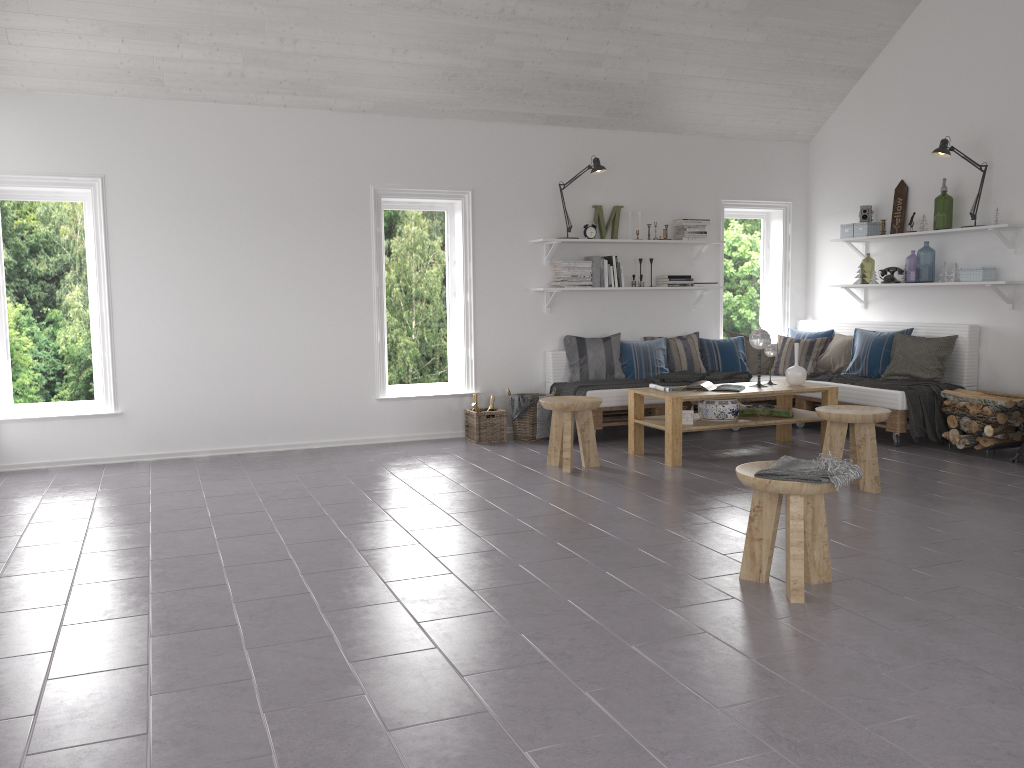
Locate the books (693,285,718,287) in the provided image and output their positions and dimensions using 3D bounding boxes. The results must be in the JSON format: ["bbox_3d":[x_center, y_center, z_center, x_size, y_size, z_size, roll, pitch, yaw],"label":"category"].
[{"bbox_3d":[1.737,-0.900,8.166,0.253,0.014,0.187,-3,6,-22],"label":"books"}]

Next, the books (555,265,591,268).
[{"bbox_3d":[0.528,-1.022,7.697,0.273,0.021,0.174,-3,6,-22],"label":"books"}]

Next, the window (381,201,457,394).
[{"bbox_3d":[-0.799,-0.732,7.539,0.685,1.655,0.117,-3,6,-22],"label":"window"}]

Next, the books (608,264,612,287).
[{"bbox_3d":[0.824,-0.946,7.758,0.044,0.203,0.141,-3,6,-22],"label":"books"}]

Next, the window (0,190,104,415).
[{"bbox_3d":[-3.399,-0.595,6.494,0.685,1.655,0.117,-3,6,-22],"label":"window"}]

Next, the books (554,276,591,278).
[{"bbox_3d":[0.524,-0.933,7.704,0.285,0.012,0.159,-3,6,-22],"label":"books"}]

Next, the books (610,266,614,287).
[{"bbox_3d":[0.847,-0.938,7.765,0.042,0.185,0.125,-3,6,-22],"label":"books"}]

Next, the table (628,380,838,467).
[{"bbox_3d":[1.662,0.271,6.649,1.457,0.485,0.607,-3,6,-22],"label":"table"}]

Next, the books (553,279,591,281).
[{"bbox_3d":[0.517,-0.907,7.721,0.288,0.016,0.182,-3,6,-22],"label":"books"}]

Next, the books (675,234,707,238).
[{"bbox_3d":[1.628,-1.346,8.082,0.239,0.032,0.172,-3,6,-22],"label":"books"}]

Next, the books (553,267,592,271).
[{"bbox_3d":[0.522,-1.000,7.714,0.296,0.028,0.180,-3,6,-22],"label":"books"}]

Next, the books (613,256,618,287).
[{"bbox_3d":[0.861,-0.986,7.805,0.054,0.272,0.200,-3,6,-22],"label":"books"}]

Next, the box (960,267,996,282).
[{"bbox_3d":[3.578,-0.839,6.814,0.137,0.110,0.202,-3,6,-22],"label":"box"}]

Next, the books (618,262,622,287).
[{"bbox_3d":[0.910,-0.960,7.816,0.047,0.219,0.171,-3,6,-22],"label":"books"}]

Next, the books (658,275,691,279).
[{"bbox_3d":[1.473,-0.970,8.055,0.239,0.028,0.190,-3,6,-20],"label":"books"}]

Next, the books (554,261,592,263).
[{"bbox_3d":[0.525,-1.055,7.680,0.288,0.016,0.182,-3,6,-22],"label":"books"}]

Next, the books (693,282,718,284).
[{"bbox_3d":[1.732,-0.927,8.170,0.251,0.012,0.202,-3,6,-21],"label":"books"}]

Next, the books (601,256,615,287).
[{"bbox_3d":[0.845,-0.986,7.796,0.038,0.274,0.200,-3,6,-22],"label":"books"}]

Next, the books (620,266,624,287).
[{"bbox_3d":[0.936,-0.945,7.827,0.045,0.185,0.152,-3,6,-22],"label":"books"}]

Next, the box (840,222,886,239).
[{"bbox_3d":[3.141,-1.367,7.914,0.242,0.131,0.332,-3,6,-22],"label":"box"}]

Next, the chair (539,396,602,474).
[{"bbox_3d":[0.407,0.343,6.116,0.431,0.479,0.431,-3,6,-24],"label":"chair"}]

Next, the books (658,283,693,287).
[{"bbox_3d":[1.482,-0.896,8.067,0.258,0.032,0.191,-3,6,-20],"label":"books"}]

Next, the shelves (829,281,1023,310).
[{"bbox_3d":[3.363,-0.727,7.333,0.269,0.212,1.820,-3,6,-22],"label":"shelves"}]

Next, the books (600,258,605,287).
[{"bbox_3d":[0.747,-0.972,7.753,0.046,0.257,0.193,-3,6,-22],"label":"books"}]

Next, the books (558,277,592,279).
[{"bbox_3d":[0.547,-0.921,7.706,0.256,0.013,0.161,-3,6,-22],"label":"books"}]

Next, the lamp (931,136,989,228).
[{"bbox_3d":[3.435,-1.542,6.781,0.439,0.703,0.196,-1,6,-2],"label":"lamp"}]

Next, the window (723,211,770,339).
[{"bbox_3d":[2.251,-0.896,8.800,0.685,1.655,0.052,-3,6,-22],"label":"window"}]

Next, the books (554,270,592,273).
[{"bbox_3d":[0.525,-0.979,7.718,0.288,0.016,0.182,-3,6,-22],"label":"books"}]

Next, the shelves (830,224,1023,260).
[{"bbox_3d":[3.358,-1.135,7.292,0.269,0.212,1.820,-3,6,-22],"label":"shelves"}]

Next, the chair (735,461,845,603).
[{"bbox_3d":[1.123,0.586,3.587,0.431,0.479,0.431,-1,6,-5],"label":"chair"}]

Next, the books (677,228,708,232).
[{"bbox_3d":[1.646,-1.401,8.091,0.223,0.026,0.161,-3,6,-22],"label":"books"}]

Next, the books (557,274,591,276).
[{"bbox_3d":[0.536,-0.945,7.702,0.254,0.012,0.161,-3,6,-22],"label":"books"}]

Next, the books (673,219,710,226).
[{"bbox_3d":[1.632,-1.467,8.077,0.290,0.053,0.176,-3,6,-22],"label":"books"}]

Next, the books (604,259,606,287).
[{"bbox_3d":[0.767,-0.966,7.769,0.019,0.243,0.205,-3,6,-22],"label":"books"}]

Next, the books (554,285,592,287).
[{"bbox_3d":[0.528,-0.854,7.704,0.285,0.012,0.159,-3,6,-22],"label":"books"}]

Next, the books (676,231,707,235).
[{"bbox_3d":[1.632,-1.375,8.083,0.238,0.024,0.152,-3,6,-22],"label":"books"}]

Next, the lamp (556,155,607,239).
[{"bbox_3d":[0.593,-1.584,7.564,0.439,0.703,0.196,1,6,13],"label":"lamp"}]

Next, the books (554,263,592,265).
[{"bbox_3d":[0.527,-1.041,7.694,0.288,0.016,0.182,-3,6,-22],"label":"books"}]

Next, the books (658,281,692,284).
[{"bbox_3d":[1.477,-0.922,8.055,0.242,0.023,0.191,-3,6,-24],"label":"books"}]

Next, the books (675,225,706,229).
[{"bbox_3d":[1.624,-1.426,8.073,0.223,0.027,0.161,-3,6,-22],"label":"books"}]

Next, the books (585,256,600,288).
[{"bbox_3d":[0.701,-0.977,7.737,0.050,0.271,0.200,-3,6,-22],"label":"books"}]

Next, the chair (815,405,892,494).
[{"bbox_3d":[2.072,0.393,5.406,0.431,0.479,0.431,-3,6,-25],"label":"chair"}]

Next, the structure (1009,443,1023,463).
[{"bbox_3d":[3.695,-1.875,5.736,0.643,4.887,0.626,5,8,44],"label":"structure"}]

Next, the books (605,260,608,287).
[{"bbox_3d":[0.783,-0.963,7.776,0.031,0.236,0.200,-3,6,-22],"label":"books"}]

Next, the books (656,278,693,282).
[{"bbox_3d":[1.481,-0.946,8.064,0.258,0.023,0.212,-3,6,-22],"label":"books"}]

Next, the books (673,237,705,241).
[{"bbox_3d":[1.613,-1.315,8.090,0.239,0.032,0.172,-3,6,-22],"label":"books"}]

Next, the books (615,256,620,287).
[{"bbox_3d":[0.882,-0.988,7.816,0.048,0.274,0.210,-3,6,-22],"label":"books"}]

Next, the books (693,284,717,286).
[{"bbox_3d":[1.733,-0.913,8.164,0.248,0.014,0.187,-3,6,-24],"label":"books"}]

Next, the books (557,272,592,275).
[{"bbox_3d":[0.539,-0.961,7.710,0.263,0.017,0.167,-3,6,-22],"label":"books"}]
